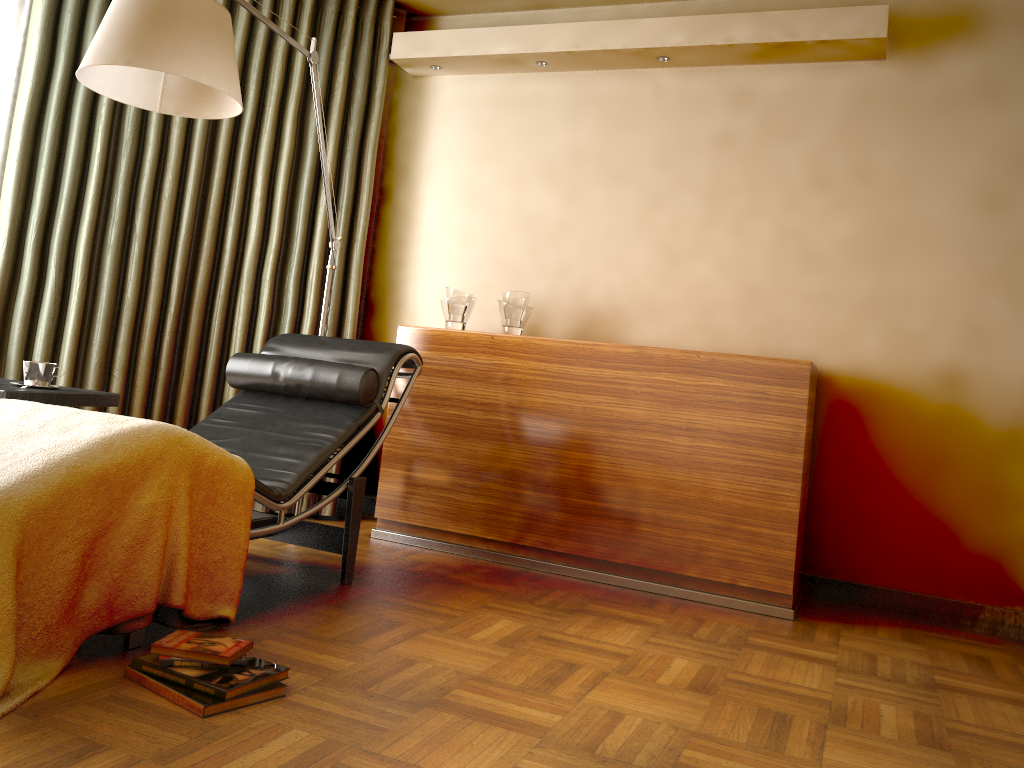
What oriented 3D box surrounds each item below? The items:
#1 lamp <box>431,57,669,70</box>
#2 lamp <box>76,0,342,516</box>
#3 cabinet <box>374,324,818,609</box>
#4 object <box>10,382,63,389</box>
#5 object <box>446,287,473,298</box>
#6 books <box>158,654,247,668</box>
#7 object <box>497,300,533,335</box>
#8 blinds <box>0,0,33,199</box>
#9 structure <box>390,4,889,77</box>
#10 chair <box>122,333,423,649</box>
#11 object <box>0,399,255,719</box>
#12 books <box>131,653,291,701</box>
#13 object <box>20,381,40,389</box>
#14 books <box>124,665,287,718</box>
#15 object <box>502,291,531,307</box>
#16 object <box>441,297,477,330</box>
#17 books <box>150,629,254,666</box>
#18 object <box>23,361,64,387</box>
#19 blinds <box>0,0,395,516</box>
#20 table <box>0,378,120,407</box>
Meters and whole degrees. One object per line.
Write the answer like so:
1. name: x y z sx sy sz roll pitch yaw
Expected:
1. lamp: 0.146 -1.474 4.032 1.160 0.028 0.050 6 -1 22
2. lamp: -0.853 -0.342 2.930 0.453 1.981 1.402 4 -4 26
3. cabinet: 0.315 0.272 3.590 1.678 0.869 0.412 6 -4 22
4. object: -1.506 0.007 2.799 0.150 0.009 0.149 6 0 28
5. object: -0.235 -0.343 3.848 0.122 0.151 0.122 6 -3 4
6. books: -0.659 0.577 1.885 0.172 0.018 0.123 7 0 -18
7. object: 0.007 -0.277 3.741 0.156 0.155 0.154 6 -3 13
8. blinds: -2.520 -0.774 2.649 0.093 2.307 2.178 4 -3 22
9. structure: 0.482 -1.491 3.910 2.184 0.131 0.271 6 -1 22
10. chair: -0.945 0.193 2.592 0.637 0.802 1.774 5 -1 22
11. object: -1.173 0.317 2.099 0.920 0.524 0.901 6 -2 23
12. books: -0.633 0.599 1.861 0.265 0.020 0.187 6 0 27
13. object: -1.478 0.003 2.702 0.029 0.020 0.123 7 0 -9
14. books: -0.640 0.619 1.842 0.281 0.022 0.198 6 0 37
15. object: 0.012 -0.315 3.745 0.122 0.151 0.121 6 -3 2
16. object: -0.240 -0.305 3.844 0.155 0.155 0.155 7 -3 -21
17. books: -0.657 0.559 1.879 0.173 0.018 0.123 6 0 7
18. object: -1.499 -0.029 2.808 0.098 0.079 0.110 5 -2 24
19. blinds: -1.396 -0.706 3.895 1.525 2.471 0.224 8 -5 -22
20. table: -1.628 0.020 2.798 0.518 0.045 0.496 6 0 14
